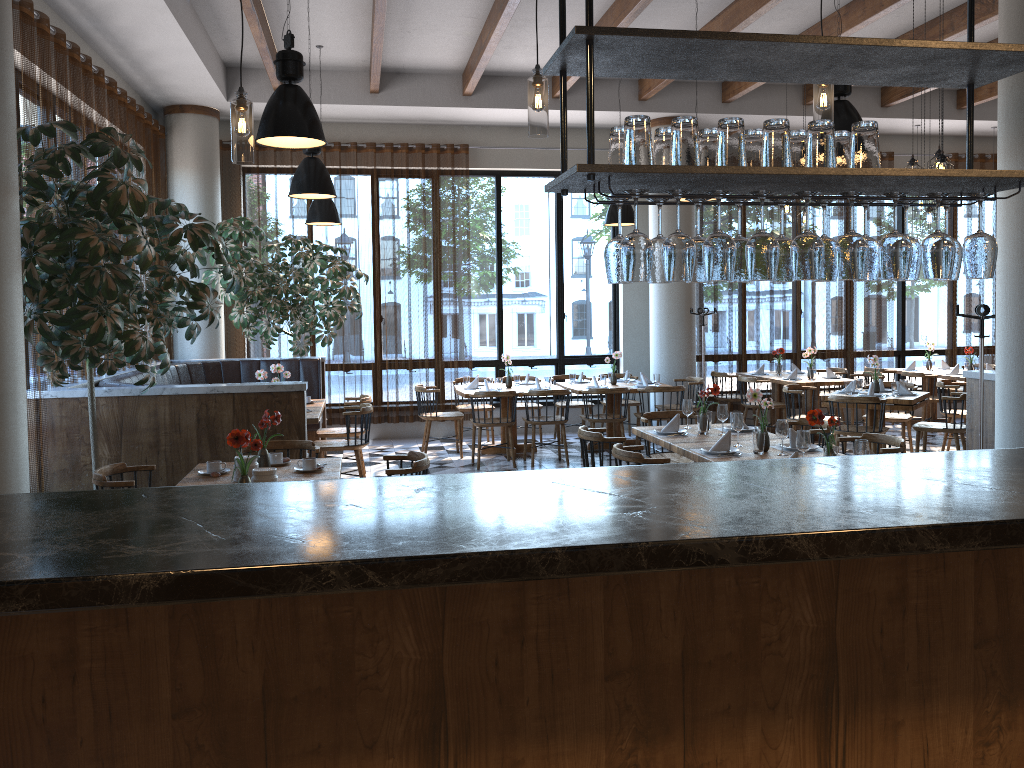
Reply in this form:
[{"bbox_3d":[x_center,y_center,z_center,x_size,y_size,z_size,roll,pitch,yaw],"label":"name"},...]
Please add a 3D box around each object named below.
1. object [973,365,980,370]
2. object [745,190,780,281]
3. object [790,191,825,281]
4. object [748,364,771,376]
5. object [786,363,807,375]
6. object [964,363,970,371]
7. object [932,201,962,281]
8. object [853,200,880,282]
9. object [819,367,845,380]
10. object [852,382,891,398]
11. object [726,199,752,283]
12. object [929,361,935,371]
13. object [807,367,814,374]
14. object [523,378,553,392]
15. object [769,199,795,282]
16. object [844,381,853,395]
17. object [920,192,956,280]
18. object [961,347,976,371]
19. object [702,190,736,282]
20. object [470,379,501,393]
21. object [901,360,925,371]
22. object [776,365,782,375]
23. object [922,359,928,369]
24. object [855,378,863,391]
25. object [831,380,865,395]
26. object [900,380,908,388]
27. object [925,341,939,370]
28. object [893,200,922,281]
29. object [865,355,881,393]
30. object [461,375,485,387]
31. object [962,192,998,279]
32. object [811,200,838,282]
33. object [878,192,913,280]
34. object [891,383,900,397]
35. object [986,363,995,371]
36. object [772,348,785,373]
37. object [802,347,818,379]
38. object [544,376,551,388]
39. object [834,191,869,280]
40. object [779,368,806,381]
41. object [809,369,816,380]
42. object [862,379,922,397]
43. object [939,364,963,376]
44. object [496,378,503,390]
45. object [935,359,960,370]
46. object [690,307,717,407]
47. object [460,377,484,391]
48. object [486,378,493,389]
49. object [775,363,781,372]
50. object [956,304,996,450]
[{"bbox_3d":[5.787,-0.173,11.045,0.080,0.132,0.080,-2,3,-25],"label":"object"},{"bbox_3d":[0.611,-0.360,2.163,0.081,0.215,0.081,-2,3,-18],"label":"object"},{"bbox_3d":[0.728,-0.363,2.183,0.081,0.215,0.081,-2,3,-18],"label":"object"},{"bbox_3d":[3.261,-0.193,11.680,0.272,0.137,0.353,-2,5,-10],"label":"object"},{"bbox_3d":[3.785,-0.209,11.777,0.272,0.137,0.353,-2,5,-10],"label":"object"},{"bbox_3d":[5.896,-0.210,11.466,0.080,0.132,0.080,-2,3,-25],"label":"object"},{"bbox_3d":[1.173,-0.387,2.394,0.081,0.215,0.081,-2,3,-18],"label":"object"},{"bbox_3d":[0.939,-0.381,2.354,0.081,0.215,0.081,-2,3,-18],"label":"object"},{"bbox_3d":[3.937,-0.137,10.902,0.272,0.137,0.353,-2,5,-10],"label":"object"},{"bbox_3d":[3.526,0.052,8.720,0.352,0.137,0.273,2,5,35],"label":"object"},{"bbox_3d":[0.588,-0.371,2.293,0.081,0.215,0.081,-2,3,-18],"label":"object"},{"bbox_3d":[5.639,-0.243,11.900,0.080,0.132,0.080,1,3,25],"label":"object"},{"bbox_3d":[3.734,-0.148,11.093,0.080,0.132,0.080,-2,3,-25],"label":"object"},{"bbox_3d":[0.293,0.001,9.876,0.352,0.137,0.272,-2,4,-10],"label":"object"},{"bbox_3d":[0.705,-0.374,2.314,0.081,0.215,0.081,-2,3,-18],"label":"object"},{"bbox_3d":[3.377,0.043,8.888,0.080,0.132,0.080,-3,4,-35],"label":"object"},{"bbox_3d":[1.079,-0.373,2.243,0.081,0.215,0.081,-2,3,-18],"label":"object"},{"bbox_3d":[5.785,-0.299,11.220,0.171,0.354,0.156,-3,3,-31],"label":"object"},{"bbox_3d":[0.501,-0.357,2.144,0.081,0.215,0.081,-2,3,-18],"label":"object"},{"bbox_3d":[-0.276,0.017,9.778,0.352,0.137,0.272,-2,4,-10],"label":"object"},{"bbox_3d":[5.426,-0.255,12.054,0.272,0.137,0.353,-2,5,-10],"label":"object"},{"bbox_3d":[3.477,-0.181,11.527,0.080,0.132,0.080,0,3,15],"label":"object"},{"bbox_3d":[5.748,-0.280,12.321,0.080,0.132,0.080,1,3,25],"label":"object"},{"bbox_3d":[3.626,0.008,9.253,0.080,0.132,0.080,-3,4,-35],"label":"object"},{"bbox_3d":[3.459,0.022,9.093,0.272,0.137,0.352,2,5,35],"label":"object"},{"bbox_3d":[3.982,0.024,9.004,0.080,0.132,0.080,-4,4,-45],"label":"object"},{"bbox_3d":[5.719,-0.394,12.094,0.146,0.399,0.207,-1,3,-6],"label":"object"},{"bbox_3d":[1.056,-0.384,2.374,0.081,0.215,0.081,-2,3,-18],"label":"object"},{"bbox_3d":[3.646,-0.100,8.942,0.146,0.399,0.207,0,3,10],"label":"object"},{"bbox_3d":[-0.423,-0.047,10.564,0.352,0.137,0.272,-2,4,-10],"label":"object"},{"bbox_3d":[1.196,-0.377,2.264,0.081,0.215,0.081,-2,3,-18],"label":"object"},{"bbox_3d":[0.822,-0.377,2.334,0.081,0.215,0.081,-2,3,-18],"label":"object"},{"bbox_3d":[0.962,-0.370,2.223,0.081,0.215,0.081,-2,3,-18],"label":"object"},{"bbox_3d":[3.744,0.058,8.644,0.080,0.132,0.080,-4,4,-45],"label":"object"},{"bbox_3d":[6.102,-0.199,11.276,0.272,0.137,0.353,-2,5,-10],"label":"object"},{"bbox_3d":[3.513,-0.305,11.674,0.156,0.354,0.171,0,3,13],"label":"object"},{"bbox_3d":[3.645,-0.260,10.846,0.207,0.399,0.146,2,4,44],"label":"object"},{"bbox_3d":[0.408,-0.017,10.095,0.080,0.132,0.080,-2,3,-25],"label":"object"},{"bbox_3d":[0.845,-0.367,2.203,0.081,0.215,0.081,-2,3,-18],"label":"object"},{"bbox_3d":[3.413,-0.122,10.805,0.272,0.137,0.353,-2,5,-10],"label":"object"},{"bbox_3d":[3.625,-0.111,10.672,0.080,0.132,0.080,-2,3,-25],"label":"object"},{"bbox_3d":[3.835,0.026,8.973,0.582,0.137,0.578,2,6,35],"label":"object"},{"bbox_3d":[5.578,-0.184,11.179,0.272,0.137,0.353,-2,5,-10],"label":"object"},{"bbox_3d":[-0.142,-0.001,10.000,0.080,0.132,0.080,-2,3,-25],"label":"object"},{"bbox_3d":[5.950,-0.271,12.151,0.272,0.137,0.353,-2,5,-10],"label":"object"},{"bbox_3d":[2.406,-0.131,11.124,0.375,1.655,0.375,-2,3,-27],"label":"object"},{"bbox_3d":[-0.450,-0.012,10.153,0.272,0.137,0.353,-2,5,-10],"label":"object"},{"bbox_3d":[-0.251,-0.001,10.020,0.080,0.132,0.080,-2,3,-25],"label":"object"},{"bbox_3d":[3.586,-0.218,11.948,0.080,0.132,0.080,0,3,15],"label":"object"},{"bbox_3d":[3.195,0.286,6.033,0.375,1.655,0.375,-2,3,-32],"label":"object"}]
